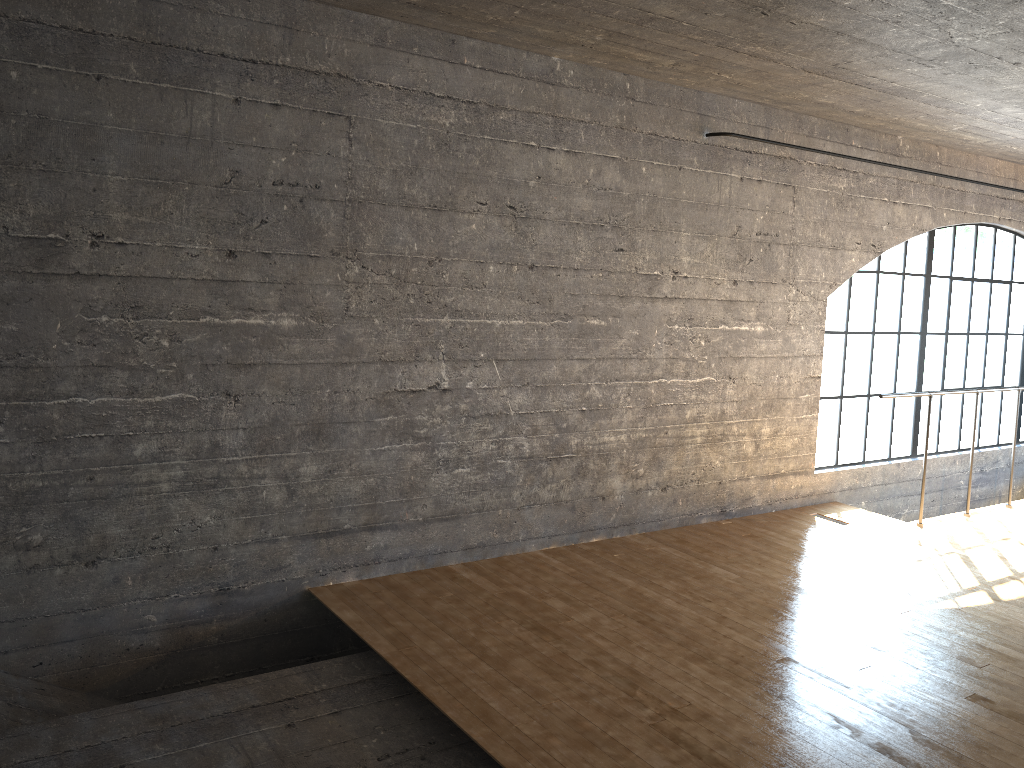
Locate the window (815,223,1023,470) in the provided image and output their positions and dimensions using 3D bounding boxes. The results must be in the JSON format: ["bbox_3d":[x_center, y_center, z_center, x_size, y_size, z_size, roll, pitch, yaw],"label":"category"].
[{"bbox_3d":[5.746,-0.157,6.416,6.958,1.861,3.204,6,7,16],"label":"window"}]
